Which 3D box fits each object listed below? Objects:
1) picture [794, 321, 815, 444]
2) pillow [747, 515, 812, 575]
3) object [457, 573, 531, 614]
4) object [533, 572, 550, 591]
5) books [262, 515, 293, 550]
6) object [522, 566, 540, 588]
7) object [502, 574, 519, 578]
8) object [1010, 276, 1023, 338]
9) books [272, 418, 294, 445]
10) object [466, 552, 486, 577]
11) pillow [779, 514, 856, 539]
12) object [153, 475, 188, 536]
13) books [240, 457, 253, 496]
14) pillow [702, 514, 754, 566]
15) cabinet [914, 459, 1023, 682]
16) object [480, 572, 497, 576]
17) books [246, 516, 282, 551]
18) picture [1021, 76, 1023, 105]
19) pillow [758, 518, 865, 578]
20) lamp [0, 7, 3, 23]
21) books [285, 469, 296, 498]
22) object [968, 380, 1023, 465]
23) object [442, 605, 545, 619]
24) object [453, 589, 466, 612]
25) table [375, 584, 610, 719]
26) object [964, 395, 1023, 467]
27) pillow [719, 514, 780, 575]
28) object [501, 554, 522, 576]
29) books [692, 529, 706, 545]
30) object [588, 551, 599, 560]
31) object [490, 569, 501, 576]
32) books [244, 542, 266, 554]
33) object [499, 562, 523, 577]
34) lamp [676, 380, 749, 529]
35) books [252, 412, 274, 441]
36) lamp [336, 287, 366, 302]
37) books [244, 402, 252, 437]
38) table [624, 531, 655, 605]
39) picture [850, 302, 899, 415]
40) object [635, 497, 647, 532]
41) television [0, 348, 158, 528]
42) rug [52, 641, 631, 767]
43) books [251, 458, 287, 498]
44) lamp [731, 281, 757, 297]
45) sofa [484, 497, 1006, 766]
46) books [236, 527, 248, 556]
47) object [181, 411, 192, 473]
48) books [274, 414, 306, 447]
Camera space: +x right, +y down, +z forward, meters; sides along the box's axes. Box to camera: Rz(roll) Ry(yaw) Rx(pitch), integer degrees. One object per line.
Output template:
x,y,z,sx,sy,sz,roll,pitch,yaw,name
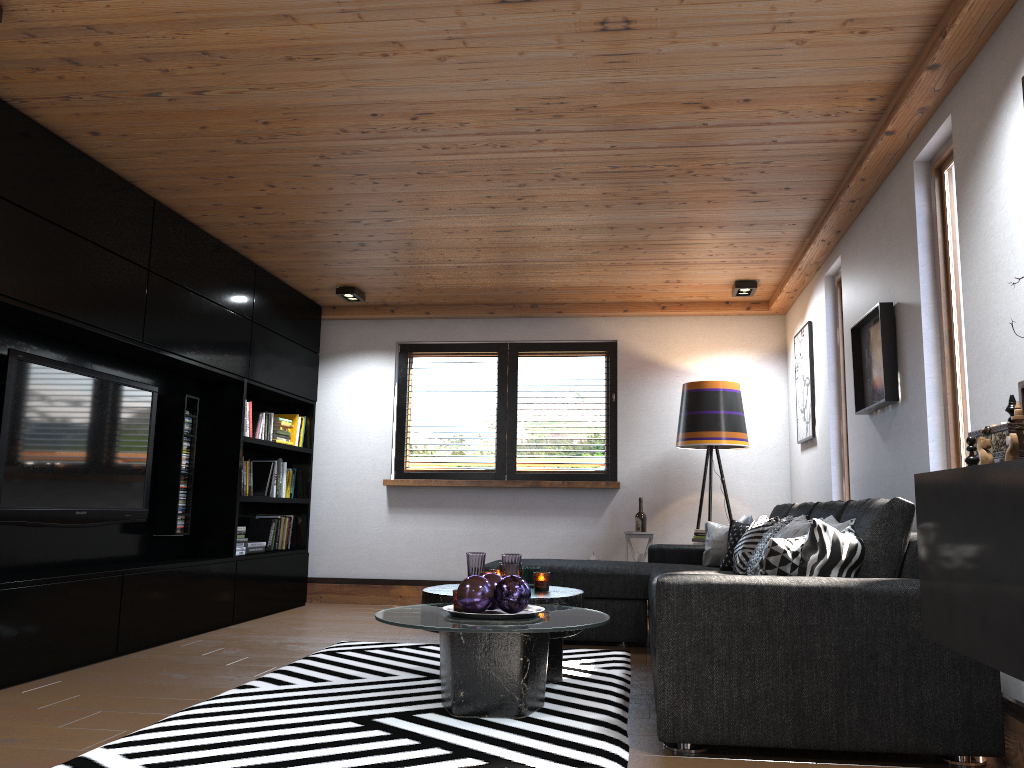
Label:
2.020,0.003,6.131,0.020,0.783,0.563,0,-9,8,picture
1.289,0.810,4.283,0.274,0.356,0.728,0,-8,8,pillow
-0.077,0.809,3.431,0.285,0.143,0.262,2,-8,-9,object
0.139,0.923,4.147,0.078,0.081,0.080,-3,-9,22,object
-1.838,1.148,6.871,0.212,0.262,0.252,0,-9,8,books
0.090,0.934,4.281,0.091,0.100,0.093,-7,-12,44,object
-0.007,0.893,3.953,0.078,0.081,0.080,-3,-9,22,object
1.297,-0.065,2.082,0.151,0.505,0.325,0,-9,7,object
-1.824,0.367,6.748,0.259,0.198,0.296,-1,-9,10,books
-0.171,0.882,4.190,0.095,0.168,0.093,4,-9,-21,object
1.211,0.703,3.647,0.283,0.329,0.725,1,-8,-2,pillow
-2.072,0.727,5.381,0.125,0.380,0.125,0,-9,7,object
-1.927,0.645,6.162,0.209,0.271,0.237,0,-9,7,books
1.342,0.970,5.410,0.218,0.347,0.563,3,-9,-12,pillow
1.270,0.422,2.047,0.357,0.469,0.956,0,-8,8,cabinet
-0.109,0.913,4.105,0.078,0.081,0.080,-3,-9,22,object
-1.867,1.122,6.665,0.206,0.256,0.245,0,-9,7,books
1.466,-0.556,2.277,0.020,0.783,0.563,0,-9,8,picture
1.074,0.650,3.133,0.541,0.346,0.296,6,-10,-31,pillow
-1.788,-1.253,2.836,0.155,0.068,0.261,0,-8,8,lamp
-1.820,0.772,6.907,0.188,0.239,0.290,0,-8,7,books
1.361,0.095,2.367,0.209,0.271,0.287,0,-9,8,object
-0.070,0.873,3.407,0.391,0.022,0.398,-3,-9,26,object
-0.193,0.844,3.455,0.078,0.081,0.080,-3,-9,22,object
-0.027,1.083,3.688,0.893,0.372,1.526,0,-8,8,table
1.284,0.123,2.318,0.201,0.197,0.357,-2,-9,19,object
1.345,0.903,4.907,0.311,0.365,0.667,1,-8,3,pillow
-0.003,0.869,4.088,0.095,0.168,0.093,4,-9,-21,object
1.432,1.118,6.313,0.221,0.159,0.253,5,-9,-25,books
0.612,1.487,6.657,0.252,0.463,0.251,0,-9,7,object
-0.066,0.942,4.303,0.078,0.081,0.080,-3,-9,22,object
-1.909,1.161,6.300,0.209,0.073,0.266,-1,-8,11,books
-0.008,0.909,4.201,0.114,0.122,0.112,3,-9,-16,object
1.980,0.872,6.497,1.638,1.702,0.519,3,-9,-14,lamp
-1.896,0.313,6.472,0.182,0.233,0.285,-1,-9,11,books
-1.225,-0.686,6.745,0.155,0.068,0.261,0,-8,8,lamp
-1.902,0.226,6.005,0.207,0.271,0.240,0,-9,8,books
0.946,1.406,6.578,0.226,0.610,0.225,0,-9,7,table
1.727,-0.107,4.242,0.066,0.452,0.559,0,-9,8,picture
0.964,0.994,6.637,0.088,0.287,0.086,6,-10,-29,object
-2.208,0.328,4.562,0.050,0.815,1.254,0,-8,8,television
-0.363,1.250,3.520,1.657,0.020,2.903,0,-8,8,rug
-1.852,0.695,6.592,0.221,0.297,0.345,0,-9,8,books
1.676,-0.693,6.398,0.155,0.068,0.261,0,-8,8,lamp
0.672,0.976,4.342,2.082,0.820,3.092,0,-8,8,sofa
-1.950,1.055,5.958,0.257,0.188,0.303,-1,-9,14,books
-2.065,0.352,5.440,0.125,0.380,0.125,0,-9,7,object
-1.763,0.375,7.005,0.212,0.262,0.210,0,-9,7,books
